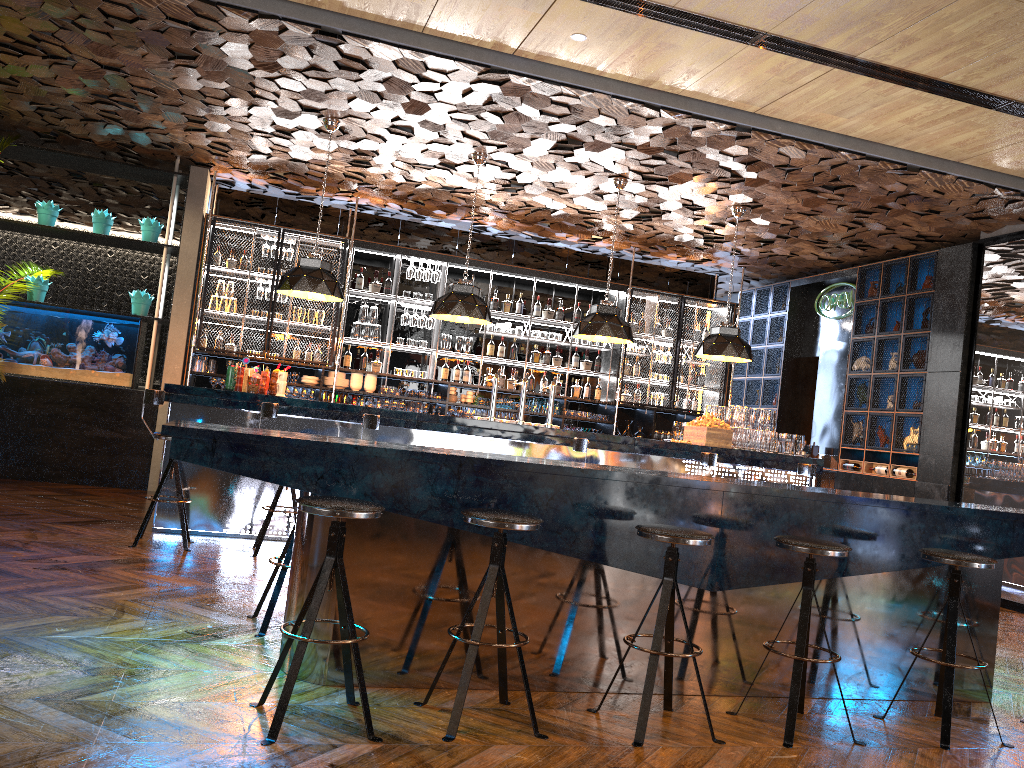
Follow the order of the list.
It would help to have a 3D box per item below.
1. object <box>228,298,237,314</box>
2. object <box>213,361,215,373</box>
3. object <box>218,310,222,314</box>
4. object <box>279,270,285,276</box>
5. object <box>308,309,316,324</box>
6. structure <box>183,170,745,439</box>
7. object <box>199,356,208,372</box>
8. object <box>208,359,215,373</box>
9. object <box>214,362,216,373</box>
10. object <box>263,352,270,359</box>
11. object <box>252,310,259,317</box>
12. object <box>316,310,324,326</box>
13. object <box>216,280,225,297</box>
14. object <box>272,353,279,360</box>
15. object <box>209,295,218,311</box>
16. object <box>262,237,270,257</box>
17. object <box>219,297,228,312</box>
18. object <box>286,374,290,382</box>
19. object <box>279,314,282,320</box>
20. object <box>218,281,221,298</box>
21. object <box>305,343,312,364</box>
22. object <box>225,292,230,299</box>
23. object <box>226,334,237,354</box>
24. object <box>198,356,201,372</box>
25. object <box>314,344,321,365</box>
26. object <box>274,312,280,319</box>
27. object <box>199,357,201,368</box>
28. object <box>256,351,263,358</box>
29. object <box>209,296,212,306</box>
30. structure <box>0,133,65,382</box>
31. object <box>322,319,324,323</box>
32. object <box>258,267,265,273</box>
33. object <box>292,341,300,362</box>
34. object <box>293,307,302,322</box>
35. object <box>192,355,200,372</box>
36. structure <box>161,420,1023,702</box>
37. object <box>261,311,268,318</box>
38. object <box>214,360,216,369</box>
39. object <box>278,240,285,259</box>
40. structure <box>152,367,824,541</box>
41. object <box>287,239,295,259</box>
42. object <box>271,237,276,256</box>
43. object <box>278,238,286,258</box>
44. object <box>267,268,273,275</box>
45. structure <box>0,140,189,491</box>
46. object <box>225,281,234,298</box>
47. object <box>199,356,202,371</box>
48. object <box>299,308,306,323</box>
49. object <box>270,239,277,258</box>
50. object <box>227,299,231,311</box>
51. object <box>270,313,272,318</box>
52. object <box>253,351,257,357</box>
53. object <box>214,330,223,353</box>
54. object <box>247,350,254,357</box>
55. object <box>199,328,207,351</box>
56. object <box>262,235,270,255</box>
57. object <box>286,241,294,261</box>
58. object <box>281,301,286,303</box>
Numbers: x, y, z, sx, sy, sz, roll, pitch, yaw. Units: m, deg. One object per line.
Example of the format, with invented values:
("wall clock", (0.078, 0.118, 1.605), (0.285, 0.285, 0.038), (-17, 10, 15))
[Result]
("object", (-3.182, -0.888, 10.109), (0.092, 0.182, 0.092), (8, -3, -22))
("object", (-3.353, -0.195, 9.903), (0.058, 0.152, 0.051), (7, -3, -13))
("object", (-3.315, -0.900, 10.180), (0.092, 0.182, 0.092), (8, -3, -22))
("object", (-2.652, -1.270, 10.225), (0.077, 0.080, 0.077), (6, -3, 19))
("object", (-2.341, -0.780, 10.350), (0.092, 0.182, 0.092), (8, -3, -22))
("structure", (-0.372, -0.178, 10.777), (6.750, 3.553, 1.143), (7, -3, -17))
("object", (-3.422, -0.218, 9.840), (0.067, 0.174, 0.067), (6, -3, 22))
("object", (-3.340, -0.196, 9.845), (0.051, 0.152, 0.058), (7, -3, -12))
("object", (-3.381, -0.193, 10.020), (0.051, 0.152, 0.058), (6, -3, 10))
("object", (-2.836, -0.322, 10.248), (0.077, 0.080, 0.077), (5, -3, 39))
("object", (-2.952, -0.806, 10.201), (0.077, 0.080, 0.077), (7, -3, -5))
("object", (-2.245, -0.769, 10.357), (0.092, 0.182, 0.092), (8, -3, -22))
("object", (-3.311, -1.088, 10.083), (0.092, 0.182, 0.092), (8, -3, -22))
("object", (-2.732, -0.311, 10.222), (0.077, 0.080, 0.077), (8, -3, -28))
("object", (-3.379, -0.913, 10.061), (0.092, 0.182, 0.092), (8, -3, -22))
("object", (-2.858, -1.590, 10.301), (0.081, 0.213, 0.081), (7, -3, -11))
("object", (-3.281, -0.900, 10.091), (0.092, 0.182, 0.092), (8, -3, -22))
("object", (-2.566, -0.068, 10.065), (0.078, 0.099, 0.078), (4, -3, 40))
("object", (-2.718, -0.773, 10.340), (0.077, 0.080, 0.077), (8, -3, -21))
("object", (-3.344, -1.087, 10.175), (0.092, 0.182, 0.092), (8, -3, -22))
("object", (-2.382, -0.355, 10.394), (0.075, 0.260, 0.075), (5, -3, 32))
("object", (-3.243, -1.075, 10.194), (0.092, 0.182, 0.092), (8, -3, -22))
("object", (-3.197, -0.452, 10.107), (0.108, 0.244, 0.108), (7, -3, -3))
("object", (-3.514, -0.226, 9.879), (0.067, 0.174, 0.067), (5, -3, 24))
("object", (-2.277, -0.342, 10.404), (0.075, 0.260, 0.075), (5, -3, 32))
("object", (-2.711, -0.779, 10.178), (0.077, 0.080, 0.077), (8, -3, -21))
("object", (-3.560, -0.225, 10.020), (0.067, 0.174, 0.067), (7, -3, -2))
("object", (-2.885, -0.332, 10.144), (0.077, 0.080, 0.077), (8, -3, -31))
("object", (-3.418, -0.913, 10.156), (0.092, 0.182, 0.092), (8, -3, -22))
("structure", (-5.580, -0.904, 8.131), (1.873, 3.561, 4.073), (7, -3, -15))
("object", (-2.263, -0.766, 10.450), (0.092, 0.182, 0.092), (8, -3, -22))
("object", (-2.890, -1.298, 10.221), (0.077, 0.080, 0.077), (8, -3, -26))
("object", (-2.506, -0.371, 10.333), (0.075, 0.261, 0.075), (5, -3, 32))
("object", (-2.493, -0.801, 10.280), (0.092, 0.182, 0.092), (8, -3, -22))
("object", (-3.495, -0.227, 9.806), (0.067, 0.174, 0.067), (7, -3, -9))
("structure", (0.842, 0.959, 4.429), (4.941, 0.998, 0.673), (7, -3, -17))
("object", (-2.845, -0.794, 10.193), (0.077, 0.080, 0.077), (9, -3, -38))
("object", (-3.366, -0.194, 9.962), (0.051, 0.152, 0.058), (5, -3, 35))
("object", (-2.685, -1.567, 10.353), (0.081, 0.213, 0.081), (7, -3, -11))
("structure", (-0.046, 0.687, 8.279), (6.009, 1.685, 1.214), (7, -3, -17))
("object", (-2.557, -1.558, 10.241), (0.081, 0.213, 0.081), (7, -3, -11))
("object", (-2.725, -1.579, 10.191), (0.081, 0.213, 0.081), (7, -3, -11))
("object", (-2.643, -1.569, 10.216), (0.081, 0.213, 0.081), (7, -3, -11))
("object", (-2.784, -1.285, 10.232), (0.077, 0.080, 0.077), (6, -3, 19))
("structure", (-5.831, -0.965, 9.323), (4.269, 3.734, 0.705), (7, -3, -17))
("object", (-3.216, -1.075, 10.119), (0.092, 0.182, 0.092), (8, -3, -22))
("object", (-3.451, -0.218, 9.911), (0.067, 0.174, 0.067), (6, -3, 9))
("object", (-2.469, -0.793, 10.392), (0.092, 0.182, 0.092), (8, -3, -22))
("object", (-2.767, -1.578, 10.329), (0.081, 0.213, 0.081), (7, -3, -11))
("object", (-3.221, -0.888, 10.199), (0.092, 0.182, 0.092), (8, -3, -22))
("object", (-2.816, -0.785, 10.304), (0.077, 0.080, 0.077), (5, -3, 38))
("object", (-2.966, -0.335, 10.287), (0.077, 0.080, 0.077), (6, -3, 23))
("object", (-3.323, -0.478, 10.059), (0.075, 0.260, 0.075), (6, -3, 17))
("object", (-2.987, -0.345, 10.126), (0.077, 0.080, 0.077), (6, -3, 23))
("object", (-3.490, -0.498, 10.037), (0.075, 0.261, 0.075), (5, -3, 32))
("object", (-2.817, -1.591, 10.163), (0.081, 0.213, 0.081), (7, -3, -11))
("object", (-2.599, -1.556, 10.379), (0.081, 0.213, 0.081), (7, -3, -11))
("object", (-2.656, -1.060, 10.357), (0.081, 0.213, 0.081), (7, -3, -11))
